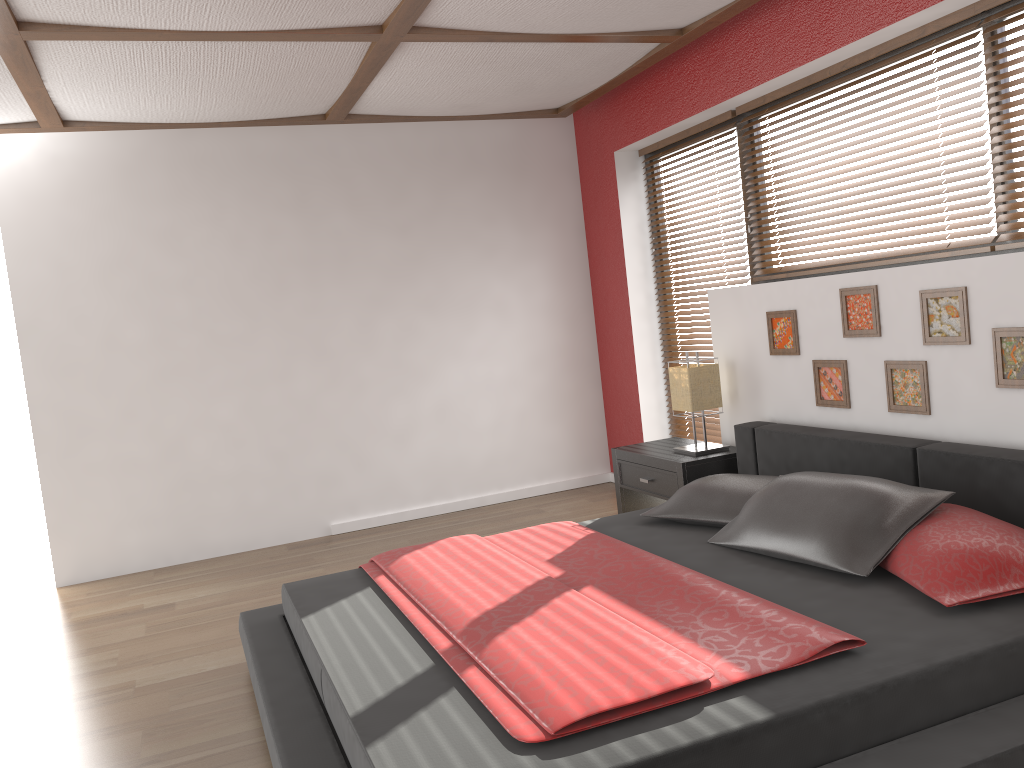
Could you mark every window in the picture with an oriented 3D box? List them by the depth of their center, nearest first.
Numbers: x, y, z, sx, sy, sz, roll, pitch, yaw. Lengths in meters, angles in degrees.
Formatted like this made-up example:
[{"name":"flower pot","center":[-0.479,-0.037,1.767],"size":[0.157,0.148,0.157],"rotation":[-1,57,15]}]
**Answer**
[{"name":"window","center":[1.783,-0.920,3.220],"size":[0.020,0.786,2.817],"rotation":[-8,5,-21]},{"name":"window","center":[1.142,-0.440,5.082],"size":[0.020,1.893,0.889],"rotation":[-8,5,-21]}]

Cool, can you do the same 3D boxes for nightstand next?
[{"name":"nightstand","center":[0.858,0.538,4.496],"size":[0.413,0.423,0.700],"rotation":[-8,5,-21]}]

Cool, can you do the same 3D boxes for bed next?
[{"name":"bed","center":[0.406,0.634,2.883],"size":[2.413,0.577,2.469],"rotation":[-8,5,-21]}]

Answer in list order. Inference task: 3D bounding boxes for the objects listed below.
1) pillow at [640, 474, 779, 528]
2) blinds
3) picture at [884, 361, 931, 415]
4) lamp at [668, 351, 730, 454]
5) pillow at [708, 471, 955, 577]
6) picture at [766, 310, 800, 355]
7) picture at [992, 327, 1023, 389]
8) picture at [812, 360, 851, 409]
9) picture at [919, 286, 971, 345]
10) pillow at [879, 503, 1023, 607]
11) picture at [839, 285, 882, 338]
[{"name":"pillow","center":[0.898,0.448,3.407],"size":[0.745,0.172,0.418],"rotation":[-2,6,44]},{"name":"blinds","center":[1.784,-0.338,3.243],"size":[0.032,1.952,4.840],"rotation":[-8,5,-21]},{"name":"picture","center":[1.488,0.012,3.340],"size":[0.010,0.200,0.200],"rotation":[-8,5,-21]},{"name":"lamp","center":[0.900,0.080,4.327],"size":[0.200,0.480,0.200],"rotation":[-8,5,-21]},{"name":"pillow","center":[0.997,0.423,2.895],"size":[0.386,0.241,0.744],"rotation":[-9,5,-25]},{"name":"picture","center":[1.213,-0.228,3.972],"size":[0.010,0.200,0.200],"rotation":[-8,5,-21]},{"name":"picture","center":[1.651,-0.084,2.875],"size":[0.010,0.200,0.200],"rotation":[-8,5,-21]},{"name":"picture","center":[1.340,-0.001,3.723],"size":[0.010,0.200,0.200],"rotation":[-8,5,-21]},{"name":"picture","center":[1.530,-0.238,3.137],"size":[0.010,0.200,0.200],"rotation":[-8,5,-21]},{"name":"pillow","center":[1.276,0.468,2.576],"size":[0.418,0.172,0.745],"rotation":[-7,4,-2]},{"name":"picture","center":[1.379,-0.285,3.516],"size":[0.010,0.200,0.200],"rotation":[-8,5,-21]}]
